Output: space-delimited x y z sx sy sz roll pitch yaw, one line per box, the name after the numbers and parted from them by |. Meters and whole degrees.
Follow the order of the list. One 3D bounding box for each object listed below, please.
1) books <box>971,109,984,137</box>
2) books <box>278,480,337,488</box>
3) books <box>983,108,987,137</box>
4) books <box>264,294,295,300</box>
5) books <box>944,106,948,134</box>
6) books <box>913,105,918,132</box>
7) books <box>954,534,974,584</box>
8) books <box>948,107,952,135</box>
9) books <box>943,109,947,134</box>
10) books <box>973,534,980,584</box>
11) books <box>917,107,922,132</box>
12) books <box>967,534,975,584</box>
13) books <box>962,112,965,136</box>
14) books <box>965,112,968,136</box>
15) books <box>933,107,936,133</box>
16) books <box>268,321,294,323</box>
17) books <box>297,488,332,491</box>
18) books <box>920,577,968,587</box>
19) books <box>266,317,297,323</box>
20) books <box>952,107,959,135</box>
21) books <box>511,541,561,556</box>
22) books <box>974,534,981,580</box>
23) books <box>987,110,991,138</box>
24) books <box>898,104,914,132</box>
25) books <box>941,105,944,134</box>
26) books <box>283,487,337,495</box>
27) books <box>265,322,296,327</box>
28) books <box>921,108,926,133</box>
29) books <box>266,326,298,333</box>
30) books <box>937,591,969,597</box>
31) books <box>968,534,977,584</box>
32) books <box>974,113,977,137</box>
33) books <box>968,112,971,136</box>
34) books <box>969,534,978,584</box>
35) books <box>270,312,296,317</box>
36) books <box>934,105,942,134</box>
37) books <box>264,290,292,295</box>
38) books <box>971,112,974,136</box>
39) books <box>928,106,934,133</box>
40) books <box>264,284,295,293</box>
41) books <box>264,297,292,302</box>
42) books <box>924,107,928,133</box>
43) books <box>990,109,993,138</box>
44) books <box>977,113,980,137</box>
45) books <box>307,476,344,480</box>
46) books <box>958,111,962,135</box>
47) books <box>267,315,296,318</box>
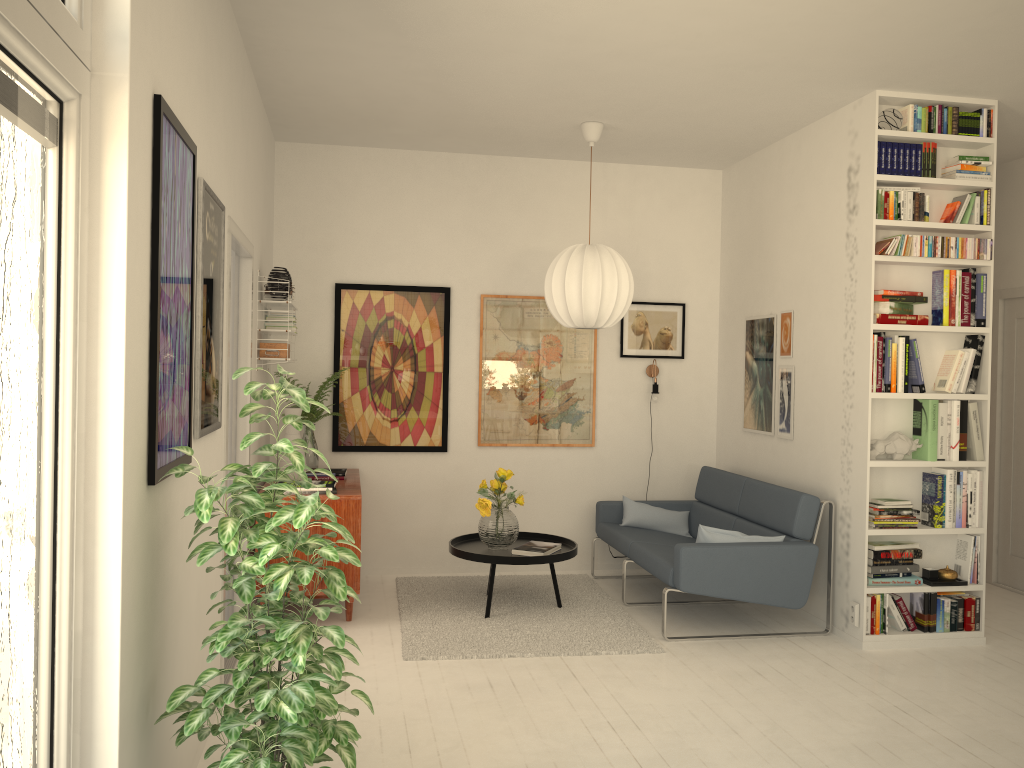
2.481 -1.384 4.777 0.019 0.157 0.150 1 1 -11 | books
-1.122 0.546 4.846 0.311 0.015 0.192 1 1 -7 | books
2.494 -1.386 4.818 0.020 0.156 0.229 1 1 -11 | books
-1.361 -0.508 5.195 0.158 0.019 0.131 1 1 -9 | books
2.275 -1.389 4.772 0.009 0.151 0.208 1 1 -11 | books
2.096 -1.389 4.739 0.013 0.146 0.208 1 1 -11 | books
2.433 0.940 4.836 0.034 0.257 0.209 1 1 -11 | books
2.293 -1.390 4.787 0.032 0.154 0.212 1 1 -11 | books
2.263 -1.382 4.763 0.019 0.137 0.201 1 1 -11 | books
2.481 0.940 4.827 0.007 0.257 0.181 1 1 -11 | books
2.118 -1.384 4.718 0.023 0.137 0.161 1 1 -11 | books
2.442 0.940 4.840 0.030 0.256 0.198 1 1 -11 | books
2.374 -1.376 4.758 0.017 0.130 0.150 1 1 -11 | books
2.392 -1.375 4.761 0.017 0.130 0.150 1 1 -11 | books
2.206 -1.388 4.761 0.024 0.148 0.188 1 1 -11 | books
-1.432 -0.380 5.502 0.147 0.012 0.195 1 1 -13 | books
-1.133 0.561 4.844 0.296 0.015 0.240 1 1 -11 | books
2.301 1.056 4.748 0.214 0.023 0.130 1 1 -10 | books
-1.426 -0.396 5.487 0.173 0.023 0.190 1 1 -11 | books
2.327 -1.388 4.778 0.032 0.152 0.200 1 1 -11 | books
0.146 0.965 5.188 0.200 0.031 0.289 2 1 24 | books
2.491 0.941 4.820 0.011 0.256 0.139 1 1 -11 | books
2.516 -1.383 4.819 0.021 0.151 0.228 1 1 -11 | books
2.080 -1.391 4.719 0.026 0.149 0.155 1 1 -11 | books
2.246 -1.392 4.771 0.012 0.157 0.220 1 1 -11 | books
-1.124 0.578 4.847 0.320 0.020 0.237 1 1 -14 | books
-1.429 -0.364 5.486 0.168 0.021 0.197 1 1 -8 | books
2.134 -1.381 4.764 0.025 0.131 0.253 1 1 -11 | books
-1.425 -0.335 5.495 0.179 0.037 0.190 1 1 -11 | books
2.348 1.130 4.810 0.193 0.012 0.130 1 1 -10 | books
2.458 0.941 4.807 0.033 0.258 0.130 1 1 -11 | books
2.443 -1.374 4.771 0.017 0.130 0.150 1 1 -11 | books
2.409 -1.375 4.764 0.017 0.130 0.150 1 1 -11 | books
2.471 0.940 4.838 0.008 0.256 0.184 1 1 -11 | books
-1.418 -0.428 5.494 0.147 0.016 0.195 1 1 -13 | books
2.228 -1.392 4.772 0.024 0.156 0.228 1 1 -11 | books
-1.369 -0.530 5.187 0.155 0.024 0.136 1 1 -18 | books
2.426 -1.375 4.767 0.017 0.130 0.150 1 1 -11 | books
2.183 -1.387 4.740 0.028 0.147 0.192 1 1 -11 | books
-1.355 -0.560 5.183 0.178 0.036 0.145 1 1 -17 | books
-1.369 -0.484 5.192 0.159 0.028 0.147 1 1 -14 | books
2.158 -1.386 4.754 0.018 0.141 0.206 1 1 -11 | books
2.528 -1.386 4.843 0.014 0.154 0.260 1 1 -11 | books
2.461 -1.374 4.774 0.017 0.130 0.150 1 1 -11 | books
-1.222 0.565 5.457 0.371 0.022 0.259 1 1 -10 | books
2.357 -1.376 4.755 0.017 0.130 0.150 1 1 -11 | books
-1.424 -0.414 5.495 0.153 0.013 0.197 1 1 -8 | books
